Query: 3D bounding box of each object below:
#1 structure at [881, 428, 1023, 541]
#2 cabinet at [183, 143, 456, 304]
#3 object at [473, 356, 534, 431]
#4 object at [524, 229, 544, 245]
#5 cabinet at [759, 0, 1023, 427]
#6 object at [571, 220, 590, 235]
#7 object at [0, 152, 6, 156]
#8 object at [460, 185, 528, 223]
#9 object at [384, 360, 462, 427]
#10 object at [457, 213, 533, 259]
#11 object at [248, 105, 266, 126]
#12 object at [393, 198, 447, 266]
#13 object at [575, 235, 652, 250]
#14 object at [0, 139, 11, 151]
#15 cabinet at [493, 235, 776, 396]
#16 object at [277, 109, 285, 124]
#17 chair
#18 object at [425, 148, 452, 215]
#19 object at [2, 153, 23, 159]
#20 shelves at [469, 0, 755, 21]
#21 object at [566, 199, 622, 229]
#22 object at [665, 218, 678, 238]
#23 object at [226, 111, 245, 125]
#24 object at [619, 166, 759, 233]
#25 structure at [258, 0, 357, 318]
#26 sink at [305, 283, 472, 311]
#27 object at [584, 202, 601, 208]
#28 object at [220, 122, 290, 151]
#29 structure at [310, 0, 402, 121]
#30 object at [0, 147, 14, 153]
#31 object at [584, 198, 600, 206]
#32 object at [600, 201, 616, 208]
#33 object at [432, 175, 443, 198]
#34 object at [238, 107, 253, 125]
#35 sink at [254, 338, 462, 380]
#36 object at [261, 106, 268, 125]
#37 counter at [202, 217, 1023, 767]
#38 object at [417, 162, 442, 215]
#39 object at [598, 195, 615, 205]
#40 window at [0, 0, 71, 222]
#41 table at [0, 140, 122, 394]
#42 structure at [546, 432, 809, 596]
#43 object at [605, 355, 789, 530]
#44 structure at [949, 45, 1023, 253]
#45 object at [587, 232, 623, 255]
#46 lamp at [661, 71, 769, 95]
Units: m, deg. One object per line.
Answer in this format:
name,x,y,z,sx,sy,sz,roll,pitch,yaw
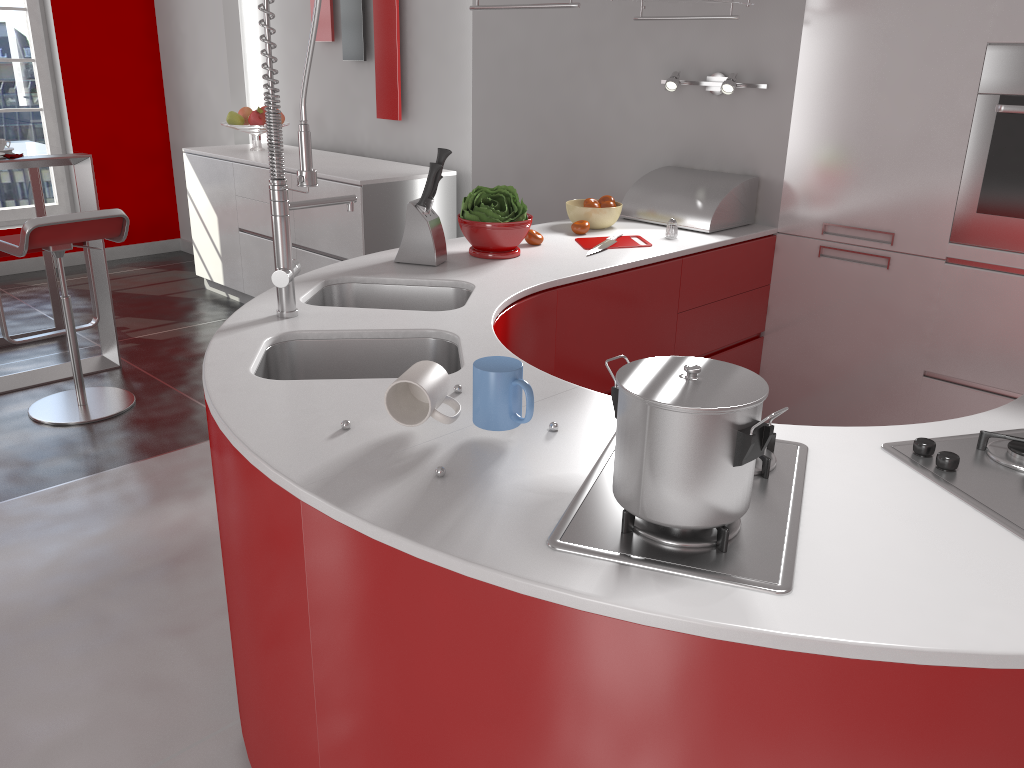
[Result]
structure,0.792,0.150,1.256,0.303,0.037,0.457,-4,21,-15
cabinet,-1.151,-0.854,5.138,1.802,0.880,0.610,20,28,41
object,-0.009,0.017,1.422,0.109,0.100,0.080,7,21,16
object,0.071,-0.475,2.871,0.063,0.048,0.064,9,22,21
cabinet,2.040,-0.457,2.619,2.398,2.026,0.614,20,28,41
object,0.236,-0.539,3.056,0.063,0.047,0.065,20,28,41
object,-2.257,-0.960,3.740,0.217,0.015,0.217,-2,21,-9
object,-0.058,-0.502,2.683,0.198,0.182,0.193,-15,26,-37
object,-0.138,0.016,1.440,0.109,0.080,0.100,6,21,13
object,-0.052,-0.455,2.709,0.228,0.118,0.229,7,21,15
object,-1.498,-1.565,5.183,0.117,0.133,0.097,14,24,31
object,-0.268,-0.445,2.579,0.137,0.178,0.091,7,21,16
object,0.333,-0.467,2.923,0.266,0.006,0.168,-6,22,-18
object,-2.283,-1.066,3.954,0.062,0.049,0.078,20,28,41
cabinet,0.451,0.126,2.518,1.025,0.761,1.875,1,21,0
object,-1.398,-1.587,5.267,0.097,0.101,0.121,10,22,22
chair,-1.821,-0.300,3.653,0.460,0.857,0.418,17,26,37
object,-0.241,-0.513,2.543,0.150,0.322,0.014,7,21,14
object,-2.155,-0.989,3.829,0.234,0.012,0.095,20,28,41
shelves,0.322,-1.637,2.606,0.462,1.023,0.934,20,28,41
object,0.292,-0.604,3.180,0.201,0.086,0.201,-18,28,-41
object,0.545,-0.531,3.020,0.043,0.066,0.042,-11,24,-30
object,-1.624,-1.557,5.210,0.100,0.086,0.083,3,21,4
object,0.654,-0.695,3.300,0.400,0.170,0.300,20,28,41
structure,-0.448,-0.587,1.896,0.178,0.920,0.308,0,21,-2
sink,-0.315,-0.137,2.316,0.428,0.172,0.326,3,21,5
object,0.281,-0.617,3.126,0.066,0.049,0.062,-14,25,-35
object,-1.529,-1.480,5.308,0.398,0.159,0.398,3,21,4
structure,-0.880,-2.249,4.850,0.820,1.503,0.040,20,28,41
object,-2.289,-1.042,3.958,0.119,0.016,0.119,-8,23,-24
object,0.288,-0.640,3.187,0.062,0.052,0.065,12,23,27
object,0.340,-0.627,3.156,0.062,0.049,0.066,18,26,38
object,-0.241,-0.510,2.574,0.091,0.197,0.009,7,21,14
object,-1.601,-1.615,5.343,0.096,0.105,0.117,-5,21,-15
sink,-0.313,0.034,1.860,0.428,0.172,0.326,-1,21,-6
object,-1.480,-1.631,5.356,0.117,0.129,0.150,2,21,2
counter,0.231,0.209,2.376,1.868,0.880,2.865,-3,21,-11
object,-0.258,-0.490,2.527,0.130,0.279,0.012,7,21,14
object,0.341,-0.653,3.213,0.066,0.058,0.055,13,23,28
window,-3.413,-2.038,5.575,0.117,2.038,0.938,20,28,41
table,-2.758,-0.453,3.804,0.800,1.000,1.700,20,28,41
structure,0.258,0.136,1.264,0.303,0.037,0.457,8,22,18
object,0.224,0.064,1.138,0.218,0.185,0.189,4,21,6
structure,1.608,-0.651,2.532,0.599,0.589,0.050,20,28,41
object,0.308,-0.455,2.872,0.041,0.008,0.375,9,22,20
lamp,0.710,-1.092,3.227,0.454,0.081,0.155,20,28,41
